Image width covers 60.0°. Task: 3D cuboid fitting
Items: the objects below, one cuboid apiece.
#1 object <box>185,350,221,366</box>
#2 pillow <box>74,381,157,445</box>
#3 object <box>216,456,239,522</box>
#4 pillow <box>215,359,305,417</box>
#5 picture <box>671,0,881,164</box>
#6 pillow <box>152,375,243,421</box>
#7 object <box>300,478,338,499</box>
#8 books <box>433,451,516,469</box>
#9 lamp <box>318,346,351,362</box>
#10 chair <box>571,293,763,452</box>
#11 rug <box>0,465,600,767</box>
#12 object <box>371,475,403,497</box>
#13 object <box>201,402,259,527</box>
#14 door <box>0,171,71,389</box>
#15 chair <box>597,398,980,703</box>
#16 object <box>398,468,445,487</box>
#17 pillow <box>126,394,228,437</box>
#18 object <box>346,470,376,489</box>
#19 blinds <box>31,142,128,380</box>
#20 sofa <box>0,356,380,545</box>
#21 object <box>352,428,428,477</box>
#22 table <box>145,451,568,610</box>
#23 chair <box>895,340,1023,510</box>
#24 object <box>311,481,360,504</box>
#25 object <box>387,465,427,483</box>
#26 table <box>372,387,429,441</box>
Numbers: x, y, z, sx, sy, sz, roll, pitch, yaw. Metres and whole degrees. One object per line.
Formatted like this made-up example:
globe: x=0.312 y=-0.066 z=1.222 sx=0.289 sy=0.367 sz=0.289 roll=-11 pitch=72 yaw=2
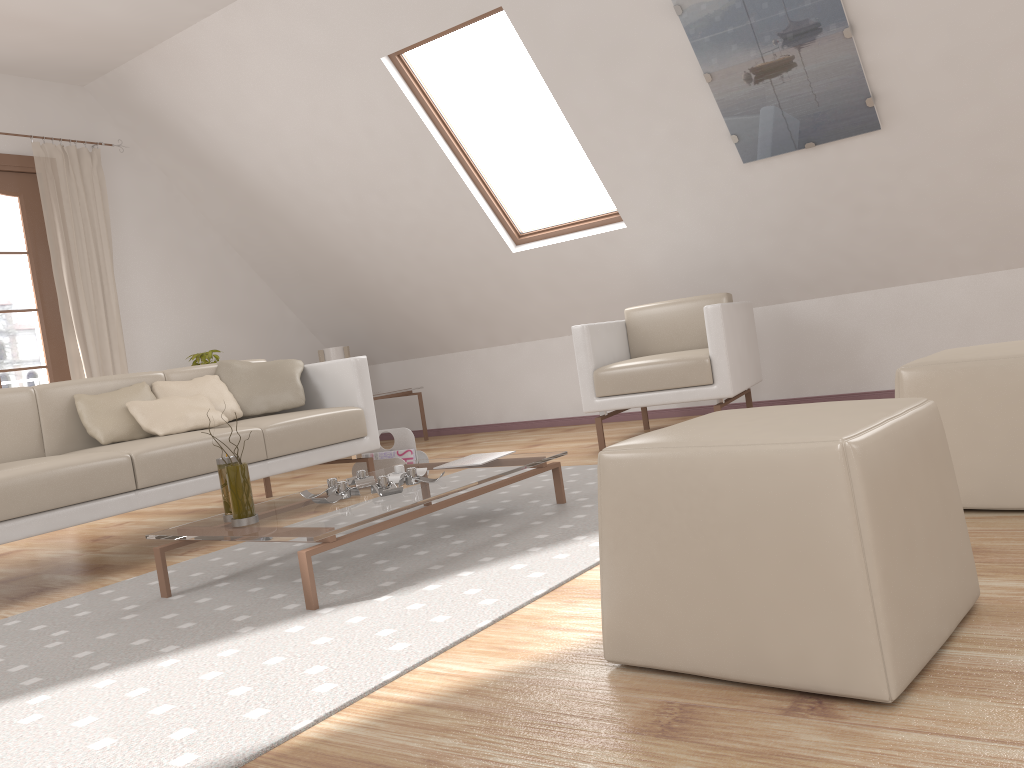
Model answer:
object: x=-1.937 y=0.194 z=5.846 sx=0.307 sy=0.846 sz=0.311 roll=-7 pitch=3 yaw=28
pillow: x=-1.589 y=0.116 z=3.641 sx=0.185 sy=0.235 sz=0.351 roll=-6 pitch=3 yaw=39
object: x=-0.824 y=0.307 z=2.608 sx=0.075 sy=0.185 sz=0.075 roll=-9 pitch=2 yaw=-22
pillow: x=-1.176 y=0.002 z=4.140 sx=0.424 sy=0.276 sz=0.269 roll=-9 pitch=2 yaw=-4
picture: x=1.157 y=-1.443 z=3.907 sx=0.650 sy=0.738 sz=0.683 roll=-7 pitch=3 yaw=36
pillow: x=-1.388 y=0.077 z=3.914 sx=0.196 sy=0.225 sz=0.351 roll=-6 pitch=3 yaw=41
object: x=-0.606 y=0.334 z=2.858 sx=0.143 sy=0.052 sz=0.064 roll=-8 pitch=2 yaw=6
books: x=-0.130 y=0.274 z=3.214 sx=0.192 sy=0.005 sz=0.280 roll=-7 pitch=3 yaw=28
lamp: x=-1.291 y=-0.079 z=6.508 sx=0.221 sy=0.375 sz=0.180 roll=-9 pitch=2 yaw=-20
chair: x=0.830 y=-0.085 z=4.590 sx=0.748 sy=0.706 sz=0.820 roll=-7 pitch=3 yaw=26
rug: x=-0.380 y=0.520 z=2.776 sx=1.600 sy=0.007 sz=2.800 roll=-7 pitch=3 yaw=36
object: x=-0.382 y=0.308 z=2.694 sx=0.064 sy=0.052 sz=0.143 roll=-9 pitch=3 yaw=-24
object: x=-0.781 y=0.218 z=2.488 sx=0.123 sy=0.359 sz=0.184 roll=-9 pitch=2 yaw=-12
door: x=-3.142 y=-0.183 z=4.742 sx=0.098 sy=2.001 sz=1.546 roll=-7 pitch=3 yaw=36
chair: x=0.473 y=0.245 z=1.561 sx=0.506 sy=0.394 sz=0.506 roll=-6 pitch=3 yaw=41
object: x=-0.289 y=0.290 z=2.824 sx=0.143 sy=0.051 sz=0.064 roll=-8 pitch=2 yaw=6
pillow: x=-1.375 y=0.127 z=3.677 sx=0.227 sy=0.170 sz=0.363 roll=-6 pitch=3 yaw=41
object: x=-0.513 y=0.316 z=2.988 sx=0.064 sy=0.052 sz=0.143 roll=-9 pitch=3 yaw=-24
blinds: x=-2.524 y=-0.398 z=5.398 sx=0.123 sy=2.129 sz=0.424 roll=-7 pitch=3 yaw=31
sofa: x=-1.483 y=0.296 z=3.580 sx=0.820 sy=0.706 sz=1.880 roll=-7 pitch=3 yaw=36
object: x=-0.603 y=0.356 z=4.355 sx=0.315 sy=0.267 sz=0.212 roll=-7 pitch=3 yaw=23
table: x=-0.425 y=0.431 z=2.843 sx=0.730 sy=0.190 sz=1.173 roll=-7 pitch=3 yaw=36
chair: x=1.326 y=0.088 z=2.340 sx=0.506 sy=0.394 sz=0.506 roll=-6 pitch=3 yaw=40
object: x=-0.540 y=0.331 z=2.711 sx=0.064 sy=0.052 sz=0.143 roll=-7 pitch=3 yaw=36
object: x=-0.354 y=0.293 z=2.971 sx=0.064 sy=0.052 sz=0.143 roll=-7 pitch=3 yaw=36
table: x=-1.134 y=0.290 z=6.388 sx=0.773 sy=0.390 sz=0.730 roll=-7 pitch=3 yaw=34
